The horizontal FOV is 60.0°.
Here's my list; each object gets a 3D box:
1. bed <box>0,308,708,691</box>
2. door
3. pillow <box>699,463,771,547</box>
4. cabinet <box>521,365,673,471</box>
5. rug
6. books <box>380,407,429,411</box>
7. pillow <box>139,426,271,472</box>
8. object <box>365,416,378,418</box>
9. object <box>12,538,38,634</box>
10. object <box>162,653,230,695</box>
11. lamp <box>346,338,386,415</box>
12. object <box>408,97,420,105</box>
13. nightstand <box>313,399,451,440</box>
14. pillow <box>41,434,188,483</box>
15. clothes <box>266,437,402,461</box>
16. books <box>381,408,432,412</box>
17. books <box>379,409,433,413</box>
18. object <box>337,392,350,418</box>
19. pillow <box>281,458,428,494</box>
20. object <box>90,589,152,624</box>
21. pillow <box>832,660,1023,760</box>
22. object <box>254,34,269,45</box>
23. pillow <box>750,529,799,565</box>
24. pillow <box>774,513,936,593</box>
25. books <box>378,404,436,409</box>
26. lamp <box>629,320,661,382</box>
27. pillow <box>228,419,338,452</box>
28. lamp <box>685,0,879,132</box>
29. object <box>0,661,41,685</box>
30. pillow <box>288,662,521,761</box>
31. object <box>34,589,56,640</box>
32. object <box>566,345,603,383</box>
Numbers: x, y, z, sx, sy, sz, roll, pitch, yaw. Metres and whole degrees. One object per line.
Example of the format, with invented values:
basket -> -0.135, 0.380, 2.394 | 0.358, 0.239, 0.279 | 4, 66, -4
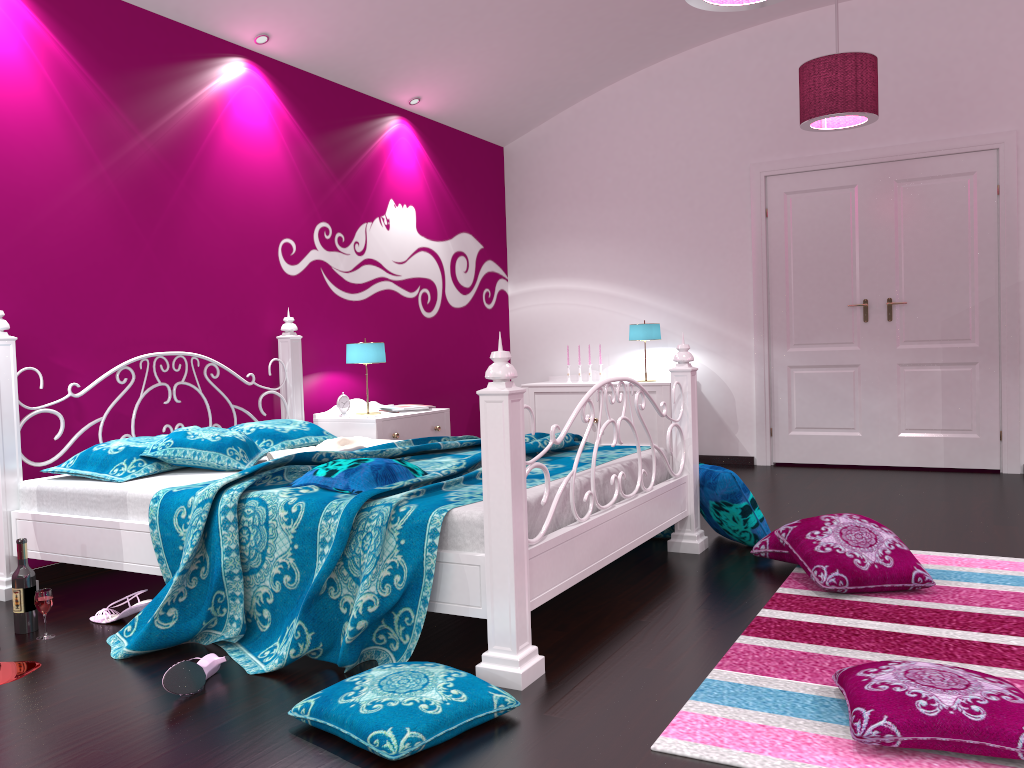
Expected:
bed -> -0.629, 0.191, 3.531 | 2.317, 1.143, 2.167 | -1, 3, 28
door -> 2.424, -0.452, 5.878 | 1.405, 2.001, 0.098 | -1, 3, 28
pillow -> 0.925, 0.522, 3.855 | 0.264, 0.357, 0.402 | -3, 2, -21
cabinet -> 0.687, 0.234, 6.505 | 1.142, 0.734, 0.506 | -1, 3, 28
rug -> 1.411, 0.732, 2.522 | 1.400, 0.018, 2.100 | -1, 3, 28
books -> -0.647, 0.144, 5.295 | 0.220, 0.007, 0.300 | -3, 2, -23
pillow -> -1.235, 0.258, 3.609 | 0.418, 0.176, 0.404 | -2, 2, -4
object -> -0.766, 0.180, 4.843 | 0.073, 0.006, 0.073 | -2, 2, -9
object -> -1.615, 0.665, 2.936 | 0.070, 0.307, 0.070 | -2, 2, 5
object -> -0.868, 0.773, 2.397 | 0.100, 0.086, 0.247 | -1, 2, 22
lamp -> -0.835, -0.044, 5.095 | 0.229, 0.438, 0.229 | -3, 2, -17
object -> -0.648, -1.874, 5.849 | 0.085, 0.058, 0.080 | -1, 3, 28
nightstand -> -0.723, 0.393, 5.155 | 0.455, 0.616, 0.742 | -1, 3, 28
pillow -> -1.477, 0.285, 3.627 | 0.401, 0.141, 0.717 | -1, 2, 23
clothes -> -0.694, 0.431, 4.049 | 0.553, 0.376, 1.036 | -1, 2, 23
books -> -0.636, 0.150, 5.319 | 0.220, 0.007, 0.300 | -3, 3, -26
books -> -0.637, 0.157, 5.307 | 0.220, 0.007, 0.300 | -3, 3, -32
object -> -0.941, 0.115, 4.952 | 0.033, 0.140, 0.106 | -1, 3, 31
pillow -> -0.502, 0.314, 3.042 | 0.425, 0.127, 0.404 | 0, 3, 38
object -> -1.339, 0.752, 3.017 | 0.241, 0.110, 0.089 | -1, 2, 19
pillow -> 0.943, 0.707, 1.974 | 0.401, 0.107, 0.419 | -1, 2, 14
object -> -1.307, -1.804, 4.616 | 0.085, 0.058, 0.080 | -1, 3, 28
pillow -> 1.221, 0.626, 3.468 | 0.400, 0.142, 0.429 | -4, 3, -37
pillow -> 1.209, 0.595, 3.163 | 0.425, 0.224, 0.391 | -2, 2, -3
books -> -0.632, 0.138, 5.313 | 0.221, 0.012, 0.300 | -4, 3, -38
lamp -> 0.950, -0.235, 6.319 | 0.229, 0.438, 0.229 | -3, 2, -17
pillow -> -1.137, 0.248, 4.279 | 0.401, 0.141, 0.717 | -1, 3, 30
lamp -> 1.179, -1.846, 3.625 | 0.377, 1.129, 2.377 | -1, 3, 28
object -> -1.467, 0.831, 2.535 | 0.184, 0.007, 0.221 | -2, 2, 1
pillow -> -0.258, 0.764, 2.132 | 0.401, 0.101, 0.417 | 0, 3, 44
object -> -1.507, 0.742, 2.860 | 0.056, 0.153, 0.056 | -3, 2, -23
object -> 0.537, -0.155, 6.579 | 0.285, 0.284, 0.043 | -1, 2, 17
